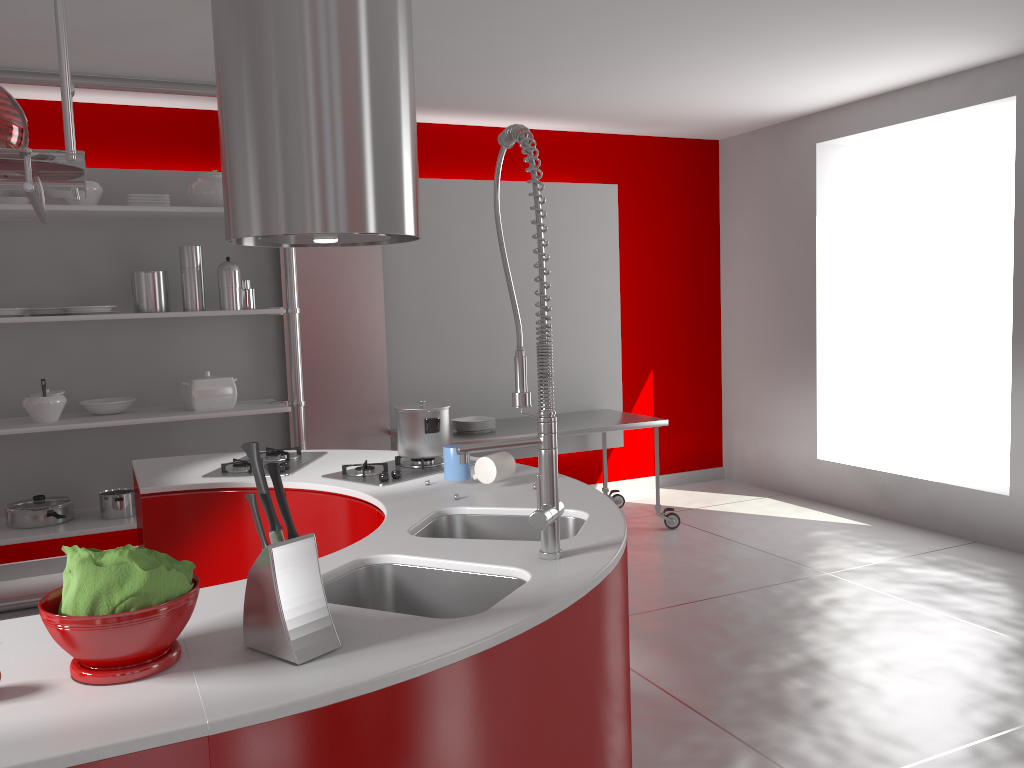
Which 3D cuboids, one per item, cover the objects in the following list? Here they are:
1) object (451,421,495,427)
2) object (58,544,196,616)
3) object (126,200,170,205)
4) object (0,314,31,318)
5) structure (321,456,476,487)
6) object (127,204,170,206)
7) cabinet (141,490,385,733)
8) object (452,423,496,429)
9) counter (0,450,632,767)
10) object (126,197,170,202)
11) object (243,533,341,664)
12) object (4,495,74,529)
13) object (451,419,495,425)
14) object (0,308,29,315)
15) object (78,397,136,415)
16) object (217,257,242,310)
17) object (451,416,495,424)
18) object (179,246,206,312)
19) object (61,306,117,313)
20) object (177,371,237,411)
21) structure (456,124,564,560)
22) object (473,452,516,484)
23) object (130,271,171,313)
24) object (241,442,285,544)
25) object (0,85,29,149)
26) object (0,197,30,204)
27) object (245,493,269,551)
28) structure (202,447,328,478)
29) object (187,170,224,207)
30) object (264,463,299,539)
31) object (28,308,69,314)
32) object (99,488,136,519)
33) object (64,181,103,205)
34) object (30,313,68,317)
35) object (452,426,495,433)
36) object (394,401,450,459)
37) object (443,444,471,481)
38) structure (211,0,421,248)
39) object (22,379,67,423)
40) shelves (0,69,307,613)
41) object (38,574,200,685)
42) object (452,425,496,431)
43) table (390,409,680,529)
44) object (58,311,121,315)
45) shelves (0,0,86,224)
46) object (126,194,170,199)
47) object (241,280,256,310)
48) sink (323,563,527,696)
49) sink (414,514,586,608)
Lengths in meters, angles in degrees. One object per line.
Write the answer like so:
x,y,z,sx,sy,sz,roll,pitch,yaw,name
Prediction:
-0.225,0.235,5.195,0.228,0.020,0.228,-7,7,-43,object
-0.593,0.323,1.374,0.198,0.182,0.193,-4,5,-20,object
-1.840,-0.901,4.485,0.200,0.030,0.200,-4,6,-25,object
-2.397,-0.316,4.153,0.280,0.015,0.280,-1,5,12,object
-0.363,0.267,2.944,0.303,0.037,0.457,2,7,40,structure
-1.839,-0.885,4.486,0.200,0.030,0.200,-4,6,-25,object
-0.937,0.805,1.949,1.025,0.761,1.875,0,6,20,cabinet
-0.225,0.245,5.196,0.228,0.020,0.228,-7,7,-43,object
-0.674,0.821,2.028,1.868,0.880,2.865,-1,5,9,counter
-1.840,-0.916,4.483,0.200,0.030,0.200,-4,6,-25,object
-0.355,0.332,1.415,0.137,0.178,0.091,2,7,38,object
-2.341,0.626,4.380,0.308,0.130,0.407,-4,5,-18,object
-0.226,0.225,5.194,0.228,0.020,0.228,-7,7,-43,object
-2.398,-0.330,4.152,0.244,0.042,0.244,-6,7,-41,object
-2.074,0.119,4.554,0.272,0.072,0.272,1,6,29,object
-1.448,-0.515,4.547,0.115,0.274,0.115,-5,6,-32,object
-0.226,0.215,5.193,0.228,0.020,0.228,-7,7,-43,object
-1.627,-0.534,4.515,0.109,0.329,0.110,-5,6,-27,object
-2.047,-0.355,4.301,0.244,0.042,0.244,-6,7,-41,object
-1.601,0.031,4.670,0.282,0.197,0.235,-6,6,-35,object
0.008,-0.091,1.869,0.178,0.920,0.308,0,5,18,structure
-0.061,0.245,2.611,0.109,0.080,0.100,2,6,35,object
-1.826,-0.462,4.474,0.184,0.205,0.172,-4,5,-20,object
-0.379,0.256,1.425,0.150,0.322,0.014,2,6,36,object
-0.813,-0.432,1.261,0.213,0.266,0.213,-2,5,3,object
-2.380,-0.922,4.201,0.231,0.191,0.231,-1,5,15,object
-0.388,0.272,1.400,0.091,0.197,0.009,2,6,36,object
-0.861,0.267,3.137,0.303,0.037,0.457,-1,5,5,structure
-1.553,-1.007,4.650,0.287,0.222,0.287,0,5,19,object
-0.355,0.269,1.443,0.130,0.279,0.012,2,6,36,object
-2.302,-0.359,4.441,0.244,0.042,0.244,-5,6,-33,object
-1.997,0.607,4.508,0.196,0.122,0.182,0,6,23,object
-2.102,-0.925,4.334,0.192,0.153,0.192,-3,5,-12,object
-2.302,-0.346,4.443,0.280,0.015,0.280,-1,5,12,object
-0.224,0.266,5.198,0.228,0.020,0.228,-7,7,-43,object
-0.301,0.148,3.008,0.218,0.185,0.189,1,6,27,object
-0.177,0.235,2.670,0.109,0.100,0.080,2,7,38,object
-0.647,-0.956,2.963,0.644,0.958,0.644,1,6,31,structure
-2.265,0.077,4.296,0.192,0.214,0.192,-6,7,-38,object
-1.940,-0.223,4.499,1.735,2.599,0.535,-4,6,-25,shelves
-0.600,0.377,1.374,0.228,0.118,0.229,2,6,36,object
-0.225,0.256,5.197,0.228,0.020,0.228,-7,7,-43,object
0.143,0.584,5.443,1.627,0.682,0.749,-4,6,-24,table
-2.047,-0.341,4.302,0.280,0.015,0.280,-2,5,4,object
-1.077,-0.737,1.092,0.934,1.023,0.462,-4,6,-25,shelves
-1.841,-0.932,4.482,0.200,0.030,0.200,-4,6,-25,object
-1.442,-0.476,4.760,0.127,0.157,0.127,-3,5,-15,object
-0.188,0.495,1.749,0.428,0.172,0.326,1,6,26,sink
-0.025,0.448,2.205,0.428,0.172,0.326,-1,5,14,sink
